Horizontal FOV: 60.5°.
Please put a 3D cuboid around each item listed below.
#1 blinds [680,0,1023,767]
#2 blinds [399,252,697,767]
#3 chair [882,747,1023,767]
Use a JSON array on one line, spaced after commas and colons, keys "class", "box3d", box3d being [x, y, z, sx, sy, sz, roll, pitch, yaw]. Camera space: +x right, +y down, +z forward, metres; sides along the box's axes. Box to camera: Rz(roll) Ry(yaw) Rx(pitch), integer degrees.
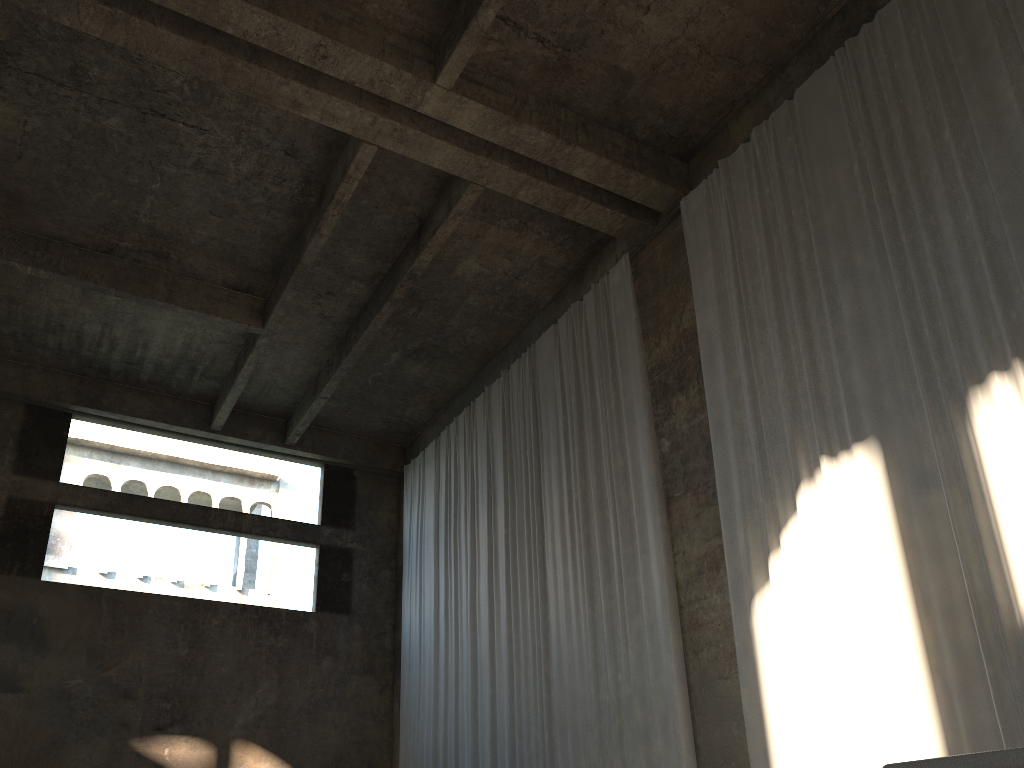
[{"class": "blinds", "box3d": [4.145, -0.328, 6.449, 0.278, 8.204, 8.156, 11, -29, -26]}, {"class": "blinds", "box3d": [-0.164, 3.662, 13.327, 0.278, 8.205, 8.144, 12, -30, -28]}, {"class": "chair", "box3d": [0.936, 1.039, 1.196, 0.707, 0.973, 0.692, 13, -30, -28]}]
